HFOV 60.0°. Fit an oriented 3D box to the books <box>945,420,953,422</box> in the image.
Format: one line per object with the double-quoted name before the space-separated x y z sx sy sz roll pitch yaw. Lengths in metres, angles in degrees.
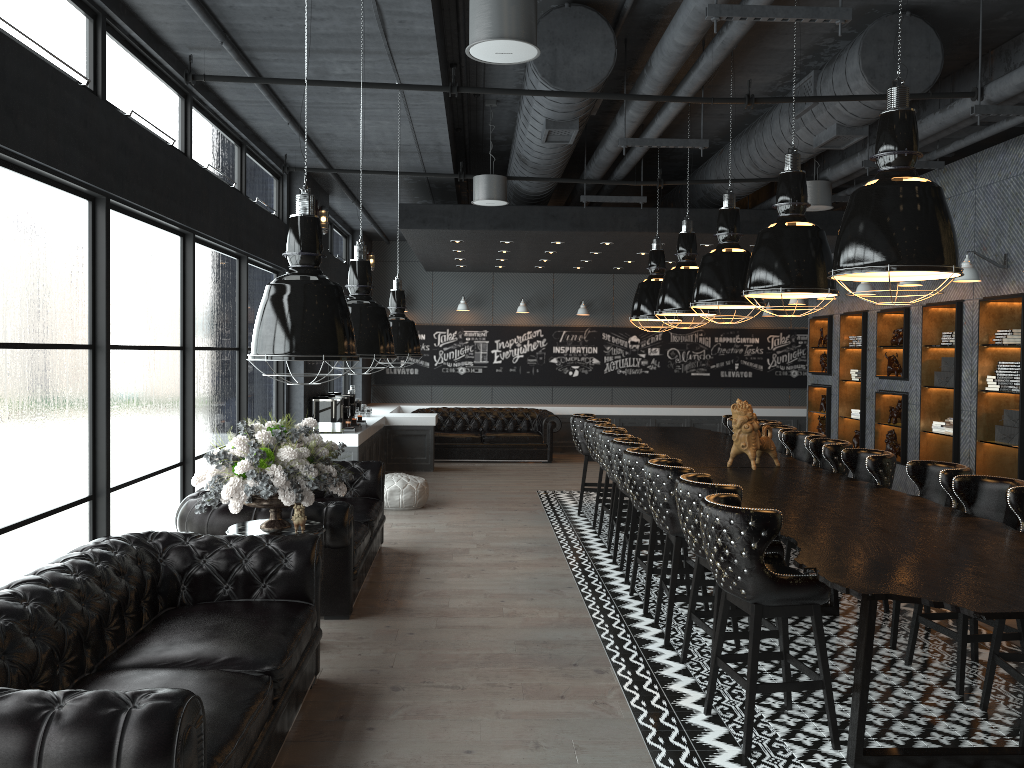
"books" 4.687 0.390 9.298 0.197 0.020 0.206 1 2 -1

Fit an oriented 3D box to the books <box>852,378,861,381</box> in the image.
"books" 4.620 -0.061 11.635 0.245 0.028 0.193 0 2 -6

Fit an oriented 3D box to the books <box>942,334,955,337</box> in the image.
"books" 4.748 -0.513 9.476 0.193 0.028 0.245 1 2 4

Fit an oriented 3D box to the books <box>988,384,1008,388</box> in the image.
"books" 4.725 0.022 8.483 0.245 0.028 0.193 0 2 -3

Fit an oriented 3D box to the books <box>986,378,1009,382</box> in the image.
"books" 4.711 -0.035 8.501 0.245 0.028 0.193 1 2 11

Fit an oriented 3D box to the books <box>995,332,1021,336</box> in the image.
"books" 4.788 -0.478 8.480 0.193 0.028 0.245 0 2 -10

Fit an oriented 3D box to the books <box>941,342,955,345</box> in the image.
"books" 4.728 -0.428 9.457 0.193 0.028 0.245 0 2 -2

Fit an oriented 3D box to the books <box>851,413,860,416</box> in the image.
"books" 4.611 0.399 11.678 0.166 0.024 0.227 0 2 -16

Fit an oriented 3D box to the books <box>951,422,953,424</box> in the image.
"books" 4.712 0.412 9.295 0.244 0.023 0.247 0 2 -17

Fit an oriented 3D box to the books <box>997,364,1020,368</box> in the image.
"books" 4.758 -0.172 8.396 0.193 0.028 0.245 -1 3 -41

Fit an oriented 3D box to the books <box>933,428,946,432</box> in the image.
"books" 4.712 0.502 9.592 0.179 0.034 0.243 0 2 -23

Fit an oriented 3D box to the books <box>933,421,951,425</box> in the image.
"books" 4.708 0.423 9.590 0.225 0.029 0.179 0 2 -17

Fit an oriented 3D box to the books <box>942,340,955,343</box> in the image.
"books" 4.719 -0.456 9.447 0.193 0.028 0.245 1 2 9

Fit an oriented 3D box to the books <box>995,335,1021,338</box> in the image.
"books" 4.777 -0.450 8.483 0.193 0.028 0.245 1 2 6

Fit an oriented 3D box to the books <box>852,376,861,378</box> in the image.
"books" 4.590 -0.088 11.593 0.245 0.028 0.193 1 2 7

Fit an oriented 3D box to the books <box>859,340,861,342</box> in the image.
"books" 4.675 -0.558 11.530 0.193 0.028 0.245 0 2 -20

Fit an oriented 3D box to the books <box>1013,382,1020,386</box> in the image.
"books" 4.814 0.004 8.217 0.193 0.028 0.245 0 2 -6

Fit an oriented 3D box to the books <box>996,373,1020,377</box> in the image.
"books" 4.748 -0.087 8.387 0.193 0.028 0.245 -1 2 -33

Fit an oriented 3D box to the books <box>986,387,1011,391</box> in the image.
"books" 4.723 0.049 8.523 0.245 0.028 0.193 0 2 -9

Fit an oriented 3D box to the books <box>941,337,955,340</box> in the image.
"books" 4.730 -0.484 9.433 0.193 0.028 0.245 0 2 -11

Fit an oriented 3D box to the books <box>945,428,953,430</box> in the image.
"books" 4.681 0.475 9.309 0.202 0.022 0.228 1 2 1

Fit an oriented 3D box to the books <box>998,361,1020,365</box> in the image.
"books" 4.772 -0.199 8.390 0.193 0.028 0.245 0 2 -27

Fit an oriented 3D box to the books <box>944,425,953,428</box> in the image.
"books" 4.676 0.455 9.306 0.205 0.019 0.264 0 2 -3

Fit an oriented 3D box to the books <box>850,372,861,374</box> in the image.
"books" 4.599 -0.146 11.652 0.245 0.028 0.193 1 2 1

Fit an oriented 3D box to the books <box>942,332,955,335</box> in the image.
"books" 4.730 -0.540 9.435 0.193 0.028 0.245 1 2 1

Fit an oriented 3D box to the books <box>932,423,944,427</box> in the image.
"books" 4.726 0.448 9.628 0.243 0.024 0.175 0 2 -3

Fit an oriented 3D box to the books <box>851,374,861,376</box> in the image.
"books" 4.610 -0.117 11.633 0.245 0.028 0.193 0 2 -2

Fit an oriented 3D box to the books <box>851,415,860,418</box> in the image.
"books" 4.620 0.429 11.664 0.179 0.034 0.243 -1 2 -33

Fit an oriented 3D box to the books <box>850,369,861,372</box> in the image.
"books" 4.610 -0.174 11.652 0.245 0.028 0.193 0 2 -9

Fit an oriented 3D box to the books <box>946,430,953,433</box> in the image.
"books" 4.681 0.497 9.308 0.158 0.021 0.224 1 2 7

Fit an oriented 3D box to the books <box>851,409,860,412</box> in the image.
"books" 4.616 0.349 11.672 0.225 0.029 0.179 0 2 -19

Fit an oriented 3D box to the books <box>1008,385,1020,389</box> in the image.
"books" 4.753 0.031 8.228 0.193 0.028 0.245 1 2 9

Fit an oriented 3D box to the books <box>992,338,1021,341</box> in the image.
"books" 4.756 -0.423 8.503 0.193 0.028 0.245 1 2 9

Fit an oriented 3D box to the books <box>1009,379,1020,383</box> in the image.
"books" 4.793 -0.025 8.235 0.193 0.028 0.245 0 2 -12

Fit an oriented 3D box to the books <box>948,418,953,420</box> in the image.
"books" 4.710 0.369 9.304 0.185 0.024 0.212 0 2 -8

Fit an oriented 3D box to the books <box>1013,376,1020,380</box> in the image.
"books" 4.805 -0.052 8.196 0.193 0.028 0.245 0 2 -7

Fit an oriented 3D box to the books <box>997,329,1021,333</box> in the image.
"books" 4.798 -0.506 8.472 0.193 0.028 0.245 0 2 -2

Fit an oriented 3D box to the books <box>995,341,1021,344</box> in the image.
"books" 4.757 -0.394 8.476 0.193 0.028 0.245 1 2 14

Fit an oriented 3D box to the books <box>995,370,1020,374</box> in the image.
"books" 4.740 -0.115 8.388 0.193 0.028 0.245 -1 2 -30

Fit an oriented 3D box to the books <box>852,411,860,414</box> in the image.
"books" 4.634 0.376 11.680 0.243 0.024 0.175 0 2 -11

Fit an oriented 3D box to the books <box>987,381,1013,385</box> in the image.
"books" 4.741 -0.008 8.533 0.245 0.028 0.193 1 2 4

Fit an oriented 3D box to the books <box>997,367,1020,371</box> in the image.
"books" 4.772 -0.144 8.409 0.193 0.028 0.245 -1 2 -32

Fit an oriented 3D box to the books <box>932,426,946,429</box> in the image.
"books" 4.703 0.472 9.606 0.166 0.024 0.227 -1 2 -34

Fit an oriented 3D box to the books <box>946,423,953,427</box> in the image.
"books" 4.687 0.433 9.312 0.197 0.023 0.248 1 2 14

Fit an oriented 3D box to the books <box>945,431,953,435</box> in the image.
"books" 4.674 0.517 9.301 0.167 0.023 0.228 0 2 -2

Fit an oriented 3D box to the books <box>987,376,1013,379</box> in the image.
"books" 4.731 -0.064 8.521 0.245 0.028 0.193 1 2 5

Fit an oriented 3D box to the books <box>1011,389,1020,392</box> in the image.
"books" 4.783 0.060 8.210 0.193 0.028 0.245 1 2 2
